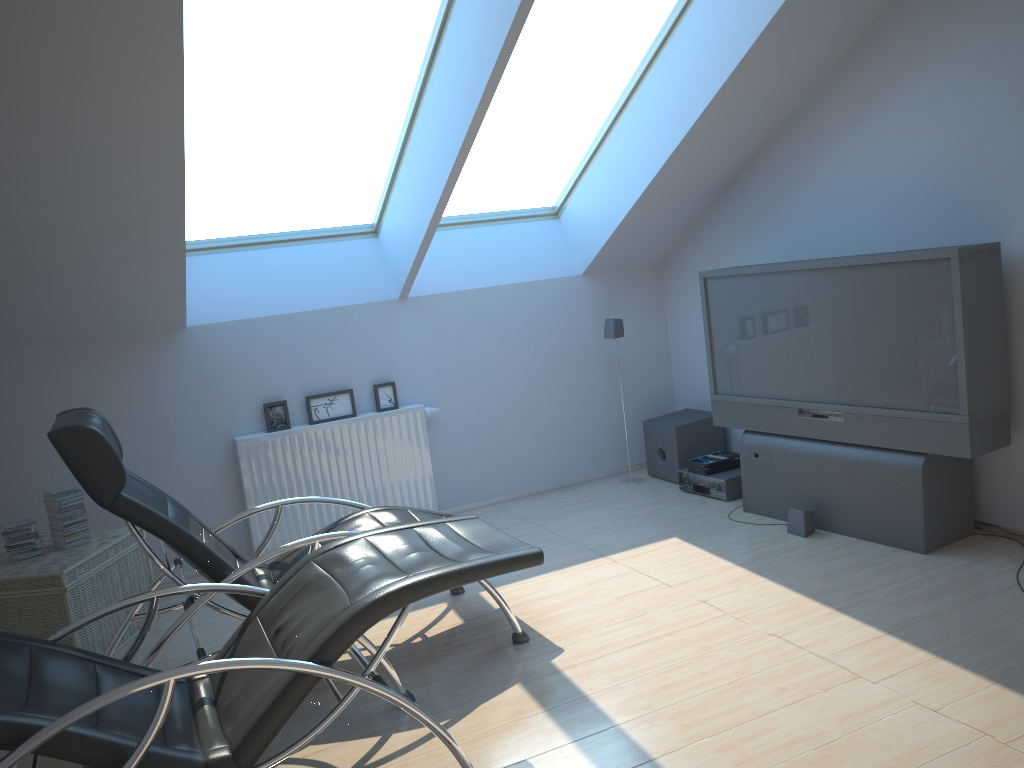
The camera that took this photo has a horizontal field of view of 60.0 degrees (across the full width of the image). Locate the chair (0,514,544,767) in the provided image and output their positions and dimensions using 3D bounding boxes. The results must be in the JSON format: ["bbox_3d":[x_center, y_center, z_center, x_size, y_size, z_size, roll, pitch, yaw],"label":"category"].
[{"bbox_3d":[-0.944,0.900,2.739,2.114,0.953,0.836,-10,8,-24],"label":"chair"}]

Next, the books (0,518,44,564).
[{"bbox_3d":[-2.377,0.765,4.308,0.165,0.184,0.162,-11,8,-25],"label":"books"}]

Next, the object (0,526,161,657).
[{"bbox_3d":[-2.311,1.086,4.404,0.744,0.518,0.745,-6,7,6],"label":"object"}]

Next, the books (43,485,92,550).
[{"bbox_3d":[-2.228,0.670,4.438,0.149,0.300,0.149,-2,9,37],"label":"books"}]

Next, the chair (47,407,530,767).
[{"bbox_3d":[-0.910,0.608,3.809,1.938,1.251,0.836,-10,8,-24],"label":"chair"}]

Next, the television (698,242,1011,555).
[{"bbox_3d":[1.766,0.048,4.792,0.400,1.446,1.686,-11,8,-29],"label":"television"}]

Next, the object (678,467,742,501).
[{"bbox_3d":[1.369,0.626,5.806,0.358,0.138,0.450,-11,8,-29],"label":"object"}]

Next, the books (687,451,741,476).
[{"bbox_3d":[0.467,0.959,3.801,1.045,0.222,4.790,-2,9,33],"label":"books"}]

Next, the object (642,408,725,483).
[{"bbox_3d":[1.224,0.432,6.310,0.401,0.424,0.400,-10,8,-24],"label":"object"}]

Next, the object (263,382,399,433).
[{"bbox_3d":[-1.139,0.143,5.642,0.846,0.180,0.030,-10,8,-24],"label":"object"}]

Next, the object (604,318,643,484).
[{"bbox_3d":[0.784,0.117,6.278,0.158,1.181,0.160,-10,8,-24],"label":"object"}]

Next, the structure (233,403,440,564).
[{"bbox_3d":[-1.037,0.615,5.692,1.324,0.800,0.120,-10,8,-24],"label":"structure"}]

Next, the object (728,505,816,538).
[{"bbox_3d":[1.468,0.686,5.284,0.394,0.141,1.163,-7,7,5],"label":"object"}]
